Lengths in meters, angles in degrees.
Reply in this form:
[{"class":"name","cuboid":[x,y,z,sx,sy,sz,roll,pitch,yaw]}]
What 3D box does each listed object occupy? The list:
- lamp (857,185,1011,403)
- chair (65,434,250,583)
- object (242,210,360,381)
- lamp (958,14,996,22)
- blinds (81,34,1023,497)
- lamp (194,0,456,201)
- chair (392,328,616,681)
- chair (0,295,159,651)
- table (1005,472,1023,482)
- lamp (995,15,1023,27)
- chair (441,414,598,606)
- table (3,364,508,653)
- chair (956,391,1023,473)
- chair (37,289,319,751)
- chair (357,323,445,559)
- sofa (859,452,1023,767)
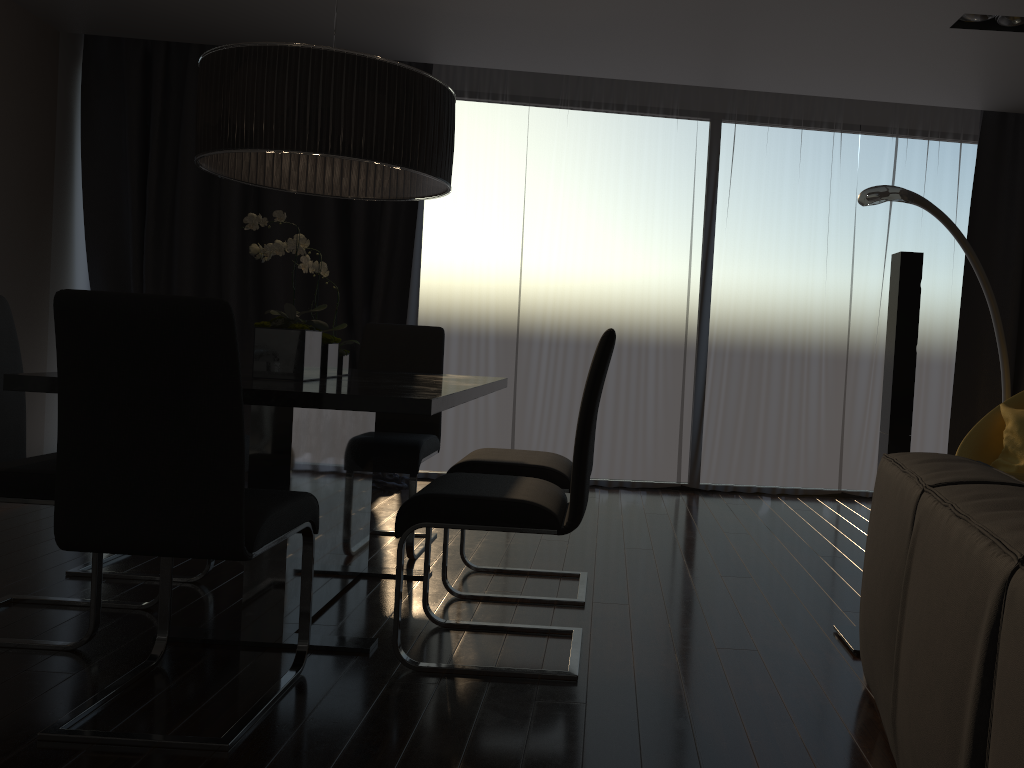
[{"class":"lamp","cuboid":[3.605,-0.008,5.153,4.388,1.778,0.561,2,2,-20]},{"class":"chair","cuboid":[-1.287,0.198,3.282,0.571,0.964,0.429,3,2,2]},{"class":"object","cuboid":[-0.689,-0.277,2.829,0.311,0.501,0.573,3,2,1]},{"class":"lamp","cuboid":[2.129,-1.702,4.028,0.178,0.077,0.176,3,2,-2]},{"class":"blinds","cuboid":[1.182,-0.718,5.566,7.591,2.892,0.738,3,2,-7]},{"class":"lamp","cuboid":[-0.575,-1.224,2.884,0.771,1.102,0.837,4,2,27]},{"class":"chair","cuboid":[-0.006,0.305,2.584,0.571,0.964,0.429,3,2,2]},{"class":"chair","cuboid":[-1.365,0.225,2.582,0.571,0.964,0.429,3,2,2]},{"class":"table","cuboid":[1.787,0.601,2.834,0.600,0.563,0.452,3,2,2]},{"class":"lamp","cuboid":[2.309,-1.692,4.029,0.172,0.077,0.181,4,3,15]},{"class":"chair","cuboid":[0.071,0.278,3.284,0.571,0.964,0.429,3,2,2]},{"class":"table","cuboid":[-0.646,0.354,2.943,1.037,0.760,1.609,3,2,4]},{"class":"chair","cuboid":[2.787,0.387,3.947,1.192,1.005,1.445,2,3,-30]},{"class":"chair","cuboid":[-0.759,0.283,2.100,0.426,0.964,0.574,3,2,4]},{"class":"chair","cuboid":[-0.549,0.218,3.800,0.426,0.964,0.574,3,2,4]},{"class":"sofa","cuboid":[1.980,0.616,1.142,2.678,0.703,2.540,4,3,13]}]
